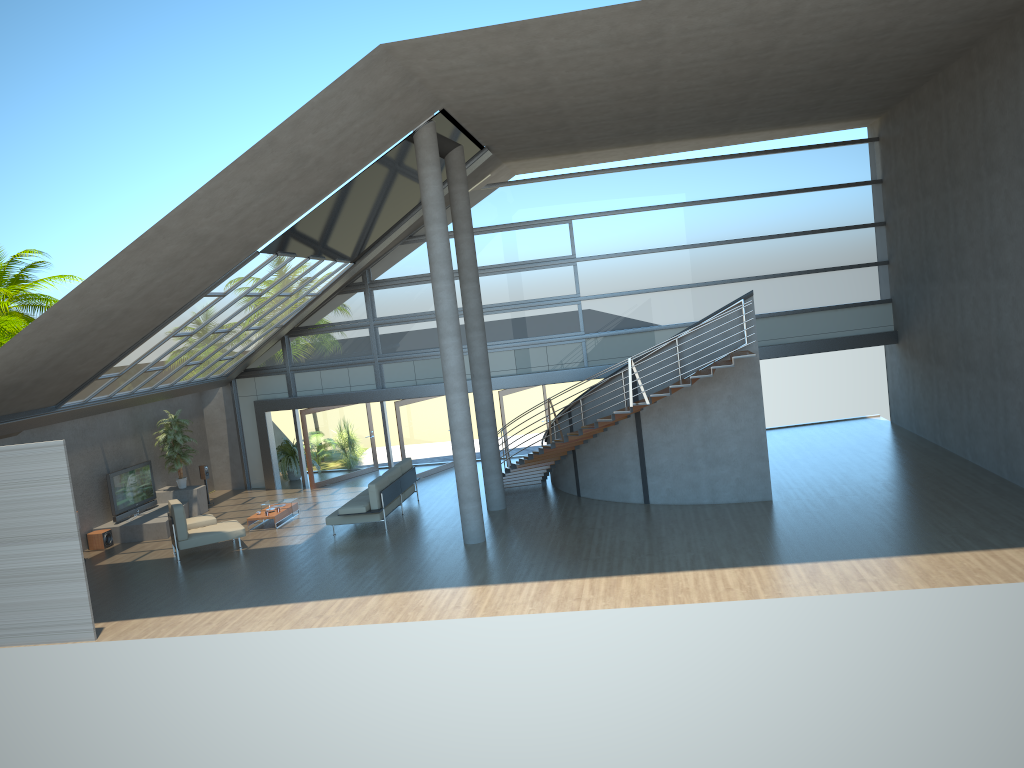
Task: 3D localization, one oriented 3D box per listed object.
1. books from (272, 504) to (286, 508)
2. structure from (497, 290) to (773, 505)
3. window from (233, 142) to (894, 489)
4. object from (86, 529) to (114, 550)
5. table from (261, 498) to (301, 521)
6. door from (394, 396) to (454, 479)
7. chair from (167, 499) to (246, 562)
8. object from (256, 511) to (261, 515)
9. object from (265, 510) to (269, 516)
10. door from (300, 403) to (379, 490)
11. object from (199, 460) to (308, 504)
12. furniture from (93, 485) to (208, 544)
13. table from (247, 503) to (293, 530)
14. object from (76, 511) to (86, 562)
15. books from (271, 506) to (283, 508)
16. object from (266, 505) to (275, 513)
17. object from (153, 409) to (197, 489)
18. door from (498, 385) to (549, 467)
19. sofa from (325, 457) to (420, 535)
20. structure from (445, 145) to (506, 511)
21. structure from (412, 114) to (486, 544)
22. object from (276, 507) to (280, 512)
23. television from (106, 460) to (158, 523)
[{"bbox_3d":[-4.927,2.577,18.759,0.275,0.005,0.189,-7,5,-8],"label":"books"},{"bbox_3d":[1.597,0.428,16.404,2.349,3.653,6.809,-11,6,-43],"label":"structure"},{"bbox_3d":[0.914,-1.394,21.145,16.616,6.630,1.098,-6,5,7],"label":"window"},{"bbox_3d":[-8.333,3.142,17.894,0.425,0.323,0.362,-6,5,9],"label":"object"},{"bbox_3d":[-4.894,2.649,18.786,0.680,0.342,0.400,-6,5,9],"label":"table"},{"bbox_3d":[-2.041,1.241,21.850,0.200,1.977,2.298,-4,6,32],"label":"door"},{"bbox_3d":[-5.733,2.604,16.580,1.244,1.023,1.217,-9,5,-26],"label":"chair"},{"bbox_3d":[-5.176,2.623,18.119,0.102,0.086,0.100,-6,5,13],"label":"object"},{"bbox_3d":[-4.954,2.607,17.906,0.085,0.101,0.070,-6,5,7],"label":"object"},{"bbox_3d":[-4.344,1.456,22.509,0.200,1.977,2.298,-3,6,38],"label":"door"},{"bbox_3d":[-9.312,2.847,19.141,7.863,0.982,21.345,-6,5,12],"label":"object"},{"bbox_3d":[-7.593,2.790,19.466,1.577,0.610,2.936,-6,5,9],"label":"furniture"},{"bbox_3d":[-4.945,2.742,18.396,0.600,0.250,1.200,-6,5,9],"label":"table"},{"bbox_3d":[-8.264,2.908,16.791,0.234,0.959,0.171,-9,5,-26],"label":"object"},{"bbox_3d":[-4.951,2.587,18.712,0.275,0.005,0.189,-8,5,-11],"label":"books"},{"bbox_3d":[-4.965,2.552,18.220,0.178,0.161,0.178,-11,6,-40],"label":"object"},{"bbox_3d":[-7.699,1.481,20.333,0.932,1.857,0.895,-10,6,-32],"label":"object"},{"bbox_3d":[0.363,0.994,21.422,0.200,1.977,2.298,-4,5,30],"label":"door"},{"bbox_3d":[-2.760,2.207,17.747,1.166,0.947,3.079,-6,5,8],"label":"sofa"},{"bbox_3d":[-0.712,-1.109,16.953,0.381,7.125,0.382,-10,6,-37],"label":"structure"},{"bbox_3d":[-1.042,-0.880,14.663,0.381,7.125,0.382,-6,5,9],"label":"structure"},{"bbox_3d":[-4.771,2.567,18.128,0.070,0.101,0.085,-3,6,37],"label":"object"},{"bbox_3d":[-8.132,2.304,19.027,0.396,1.063,1.568,-6,5,9],"label":"television"}]
